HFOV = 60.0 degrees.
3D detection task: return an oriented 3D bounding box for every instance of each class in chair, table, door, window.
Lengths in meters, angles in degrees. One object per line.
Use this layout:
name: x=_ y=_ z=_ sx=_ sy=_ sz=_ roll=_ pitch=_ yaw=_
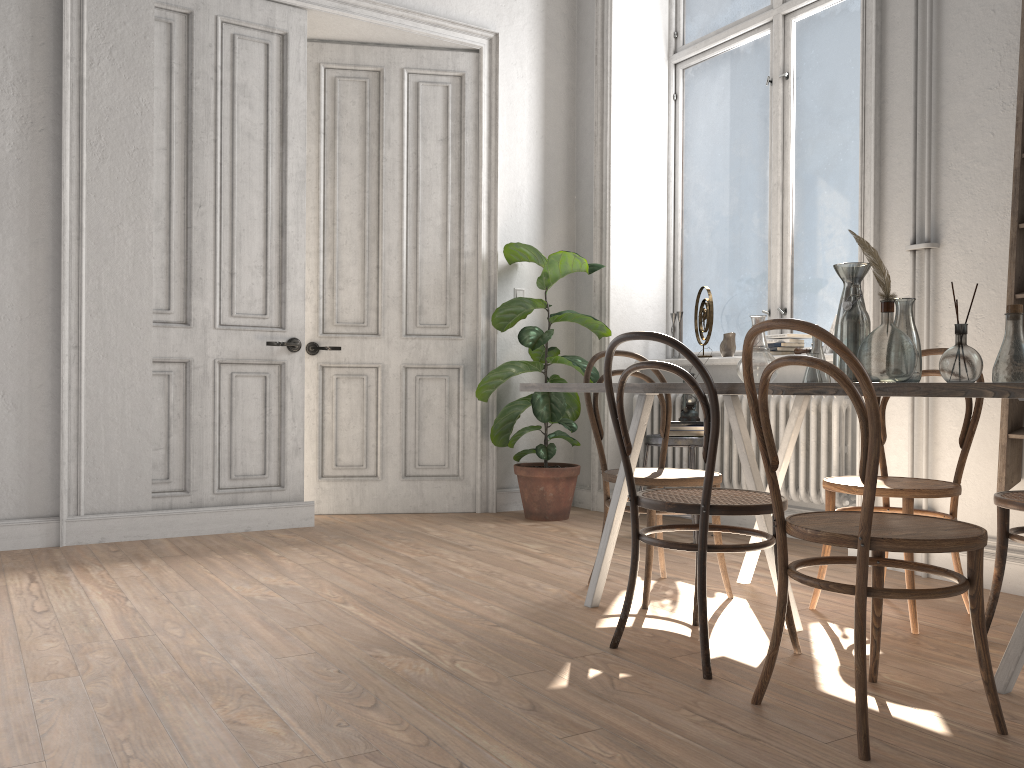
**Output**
chair: x=0.855 y=0.527 z=4.569 sx=0.364 sy=0.523 sz=0.360 roll=0 pitch=0 yaw=32
table: x=1.071 y=0.392 z=2.541 sx=1.100 sy=0.780 sz=2.200 roll=0 pitch=0 yaw=-32
chair: x=0.817 y=0.319 z=2.062 sx=0.549 sy=0.920 sz=0.438 roll=0 pitch=0 yaw=-21
chair: x=1.341 y=0.327 z=3.067 sx=0.549 sy=0.920 sz=0.438 roll=0 pitch=0 yaw=-34
door: x=-0.708 y=-0.628 z=5.334 sx=1.097 sy=2.814 sz=0.216 roll=0 pitch=0 yaw=-7
chair: x=1.710 y=0.328 z=2.622 sx=0.549 sy=0.920 sz=0.438 roll=0 pitch=0 yaw=-25
chair: x=0.537 y=0.322 z=3.358 sx=0.438 sy=0.920 sz=0.549 roll=0 pitch=0 yaw=-24
door: x=-1.608 y=-0.638 z=4.580 sx=1.097 sy=2.814 sz=0.216 roll=0 pitch=0 yaw=-30
window: x=1.516 y=-1.616 z=4.967 sx=0.013 sy=2.843 sz=1.622 roll=0 pitch=0 yaw=-32
chair: x=0.539 y=0.319 z=2.578 sx=0.549 sy=0.920 sz=0.438 roll=0 pitch=0 yaw=-36

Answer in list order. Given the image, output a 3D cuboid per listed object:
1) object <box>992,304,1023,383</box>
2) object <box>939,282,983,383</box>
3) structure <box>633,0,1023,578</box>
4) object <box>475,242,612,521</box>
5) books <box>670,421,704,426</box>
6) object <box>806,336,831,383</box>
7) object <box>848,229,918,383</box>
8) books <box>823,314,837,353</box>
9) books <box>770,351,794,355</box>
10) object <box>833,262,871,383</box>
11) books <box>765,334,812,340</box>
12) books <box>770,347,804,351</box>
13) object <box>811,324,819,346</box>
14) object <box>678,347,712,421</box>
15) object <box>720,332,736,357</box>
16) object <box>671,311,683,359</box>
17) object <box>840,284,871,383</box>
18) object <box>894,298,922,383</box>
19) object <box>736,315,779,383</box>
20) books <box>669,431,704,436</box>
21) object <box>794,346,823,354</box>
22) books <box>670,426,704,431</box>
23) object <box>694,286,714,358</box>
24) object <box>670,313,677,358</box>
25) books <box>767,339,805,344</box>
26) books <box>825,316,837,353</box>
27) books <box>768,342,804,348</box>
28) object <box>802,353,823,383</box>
object: x=1.326 y=-0.103 z=2.341 sx=0.101 sy=0.212 sz=0.101 roll=0 pitch=0 yaw=8
object: x=1.209 y=-0.139 z=2.387 sx=0.107 sy=0.283 sz=0.107 roll=0 pitch=0 yaw=-37
structure: x=2.110 y=-1.443 z=3.234 sx=0.340 sy=4.474 sz=5.181 roll=0 pitch=0 yaw=-32
object: x=1.341 y=-0.136 z=2.921 sx=0.792 sy=1.842 sz=5.827 roll=0 pitch=0 yaw=-27
books: x=0.905 y=0.204 z=4.562 sx=0.221 sy=0.027 sz=0.147 roll=0 pitch=0 yaw=0
object: x=0.963 y=-0.076 z=2.799 sx=0.083 sy=0.158 sz=0.083 roll=0 pitch=0 yaw=-36
object: x=1.054 y=-0.221 z=2.488 sx=0.157 sy=0.446 sz=0.156 roll=0 pitch=0 yaw=-14
books: x=1.642 y=-0.248 z=4.449 sx=0.155 sy=0.194 sz=0.105 roll=0 pitch=0 yaw=-33
books: x=1.437 y=-0.160 z=4.751 sx=0.147 sy=0.023 sz=0.221 roll=0 pitch=0 yaw=17
object: x=1.082 y=-0.188 z=2.823 sx=0.116 sy=0.383 sz=0.116 roll=0 pitch=0 yaw=-21
books: x=1.457 y=-0.251 z=4.727 sx=0.174 sy=0.019 sz=0.243 roll=1 pitch=0 yaw=-22
books: x=1.438 y=-0.183 z=4.743 sx=0.155 sy=0.022 sz=0.205 roll=0 pitch=0 yaw=-12
object: x=1.536 y=-0.225 z=4.488 sx=0.048 sy=0.153 sz=0.088 roll=1 pitch=0 yaw=28
object: x=0.937 y=0.001 z=4.567 sx=0.163 sy=0.383 sz=0.154 roll=1 pitch=0 yaw=32
object: x=1.229 y=-0.220 z=5.050 sx=0.100 sy=0.142 sz=0.102 roll=0 pitch=0 yaw=33
object: x=1.014 y=-0.293 z=5.367 sx=0.095 sy=0.289 sz=0.095 roll=0 pitch=0 yaw=-9
object: x=1.038 y=-0.149 z=2.681 sx=0.086 sy=0.301 sz=0.086 roll=1 pitch=0 yaw=44
object: x=1.159 y=-0.125 z=2.623 sx=0.098 sy=0.255 sz=0.100 roll=1 pitch=0 yaw=35
object: x=0.788 y=-0.109 z=2.841 sx=0.132 sy=0.219 sz=0.132 roll=0 pitch=0 yaw=-42
books: x=0.894 y=0.252 z=4.571 sx=0.246 sy=0.034 sz=0.194 roll=0 pitch=0 yaw=8
object: x=1.538 y=-0.173 z=4.590 sx=0.153 sy=0.048 sz=0.088 roll=0 pitch=0 yaw=8
books: x=0.903 y=0.227 z=4.563 sx=0.232 sy=0.029 sz=0.163 roll=0 pitch=0 yaw=29
object: x=1.132 y=-0.361 z=5.216 sx=0.087 sy=0.425 sz=0.347 roll=0 pitch=0 yaw=1
object: x=1.001 y=-0.293 z=5.497 sx=0.095 sy=0.289 sz=0.095 roll=0 pitch=0 yaw=0
books: x=1.429 y=-0.225 z=4.733 sx=0.155 sy=0.020 sz=0.205 roll=1 pitch=0 yaw=-42
books: x=1.659 y=-0.267 z=4.413 sx=0.174 sy=0.235 sz=0.100 roll=0 pitch=0 yaw=-32
books: x=1.438 y=-0.205 z=4.741 sx=0.147 sy=0.023 sz=0.221 roll=1 pitch=0 yaw=-16
object: x=0.914 y=-0.046 z=2.698 sx=0.058 sy=0.094 sz=0.058 roll=0 pitch=0 yaw=-4
